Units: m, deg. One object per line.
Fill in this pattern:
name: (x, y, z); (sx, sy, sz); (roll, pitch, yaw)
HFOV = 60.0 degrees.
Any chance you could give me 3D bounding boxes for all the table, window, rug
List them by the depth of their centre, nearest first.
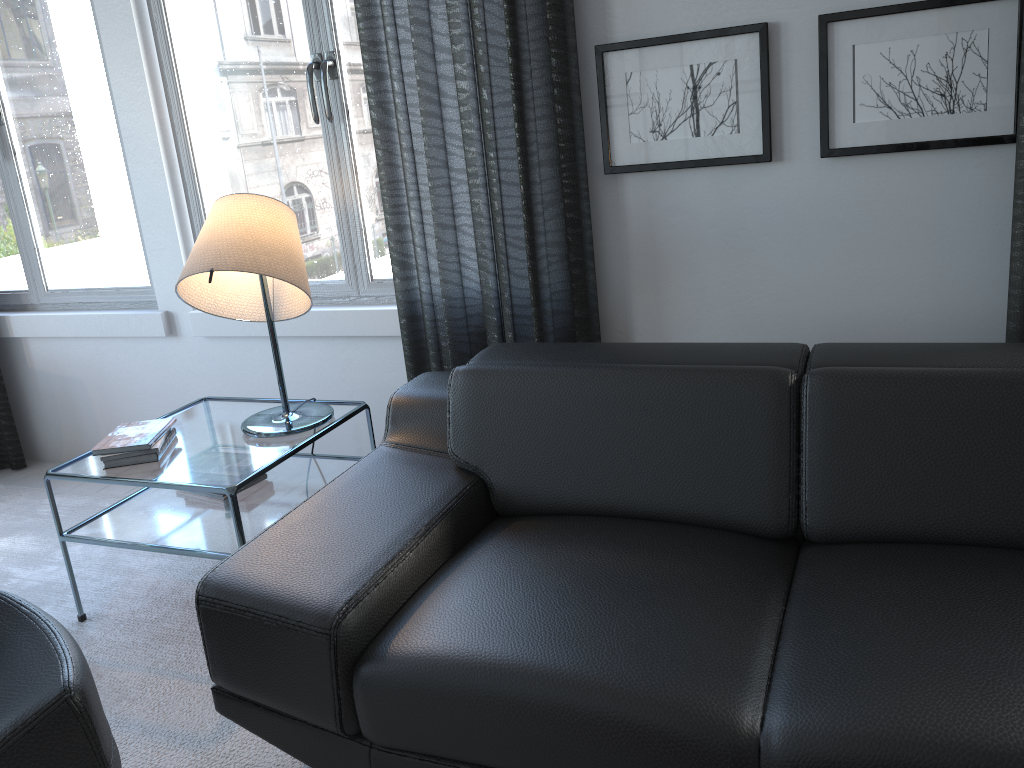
rug: (0.611, 0.891, 0.711); (7.769, 0.032, 2.985); (1, 18, 23)
table: (-0.753, 0.328, 2.368); (0.593, 0.406, 0.599); (1, 18, 23)
window: (-0.594, -1.354, 2.516); (1.268, 2.300, 0.135); (0, 16, 23)
window: (-1.900, -1.381, 3.071); (1.268, 2.300, 0.135); (0, 16, 23)

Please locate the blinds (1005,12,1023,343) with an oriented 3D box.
blinds: (2.457, -1.132, 1.107); (3.212, 3.245, 0.190); (1, 16, 23)

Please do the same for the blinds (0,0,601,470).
blinds: (-1.297, -1.208, 2.702); (3.212, 3.245, 0.190); (1, 16, 23)

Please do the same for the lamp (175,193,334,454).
lamp: (-0.208, -0.039, 2.324); (1.168, 1.005, 0.479); (-7, 15, -2)

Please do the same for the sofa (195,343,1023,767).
sofa: (0.496, 0.326, 1.559); (1.905, 0.611, 0.946); (1, 18, 23)

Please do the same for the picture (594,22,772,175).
picture: (0.426, -0.707, 2.225); (0.427, 0.323, 0.020); (1, 16, 23)

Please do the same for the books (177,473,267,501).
books: (-0.796, 0.250, 2.431); (0.230, 0.052, 0.179); (3, 19, 27)

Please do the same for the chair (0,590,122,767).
chair: (-1.118, 0.460, 1.362); (0.844, 0.802, 0.809); (-15, 18, -27)

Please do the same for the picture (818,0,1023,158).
picture: (0.924, -0.697, 2.014); (0.427, 0.323, 0.020); (1, 16, 23)

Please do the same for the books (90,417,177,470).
books: (-0.955, 0.150, 2.260); (0.161, 0.049, 0.217); (-7, 17, -4)
